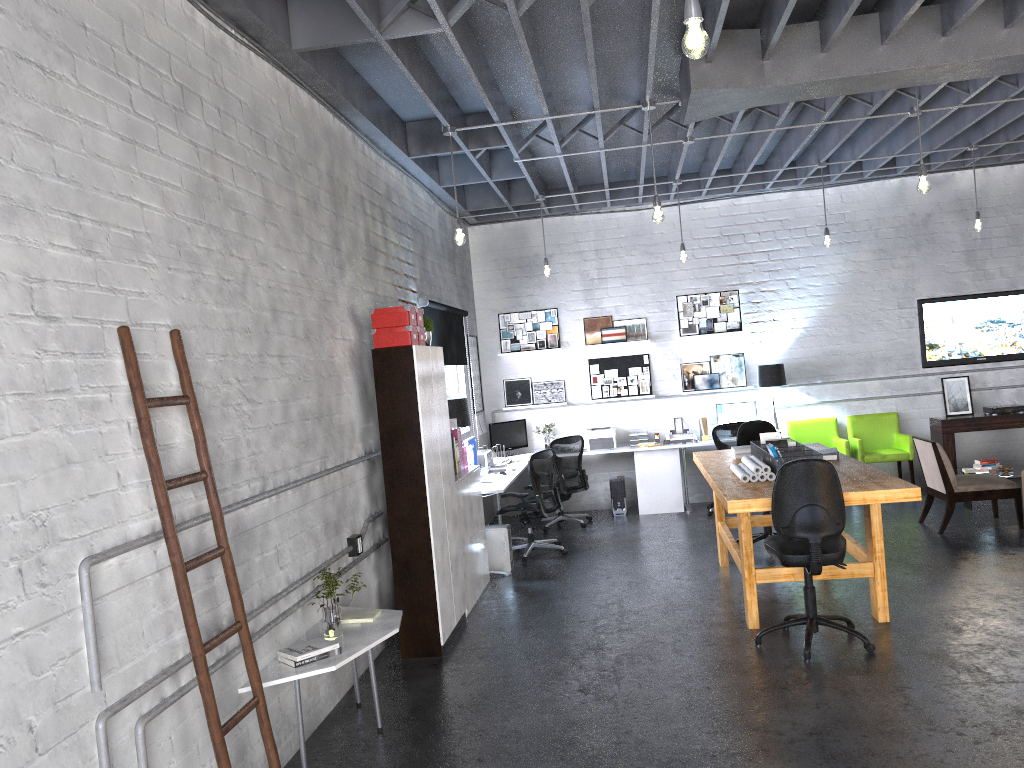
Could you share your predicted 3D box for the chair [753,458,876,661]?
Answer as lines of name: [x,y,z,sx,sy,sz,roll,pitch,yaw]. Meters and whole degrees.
chair: [1.765,1.005,5.409,0.659,1.165,0.686,-5,2,6]

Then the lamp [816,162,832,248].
lamp: [3.256,-1.861,9.237,0.104,0.878,0.104,-5,2,8]

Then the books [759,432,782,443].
books: [2.086,0.495,7.120,0.171,0.210,0.046,-5,2,8]

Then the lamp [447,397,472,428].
lamp: [-0.518,0.550,8.050,0.333,0.832,0.333,-6,2,-31]

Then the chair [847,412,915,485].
chair: [4.289,0.819,10.319,0.611,0.921,0.515,-5,2,8]

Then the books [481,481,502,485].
books: [-0.224,0.920,8.276,0.209,0.012,0.158,-5,1,31]

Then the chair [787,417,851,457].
chair: [3.602,0.880,10.411,0.611,0.921,0.515,-5,2,8]

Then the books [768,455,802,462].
books: [1.977,0.534,6.381,0.232,0.027,0.185,-6,1,-20]

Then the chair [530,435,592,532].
chair: [0.508,1.112,10.135,0.753,1.032,0.731,-4,2,31]

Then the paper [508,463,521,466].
paper: [0.026,0.890,9.797,0.159,0.001,0.115,-5,1,-9]

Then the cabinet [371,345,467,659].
cabinet: [-0.624,0.768,6.227,0.291,2.048,0.872,-5,2,8]

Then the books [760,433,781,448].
books: [2.080,0.503,7.090,0.158,0.200,0.082,-5,2,7]

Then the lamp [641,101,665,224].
lamp: [1.034,-1.613,6.483,0.104,0.878,0.104,-5,2,8]

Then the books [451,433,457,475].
books: [-0.563,0.576,7.239,0.197,0.339,0.065,-5,2,8]

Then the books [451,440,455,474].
books: [-0.567,0.574,7.178,0.176,0.346,0.052,-5,2,8]

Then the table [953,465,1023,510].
table: [5.112,1.072,9.278,0.873,0.300,0.872,-5,1,11]

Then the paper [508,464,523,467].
paper: [0.037,0.891,9.670,0.159,0.001,0.115,-5,1,-4]

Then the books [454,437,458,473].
books: [-0.537,0.593,7.311,0.159,0.299,0.026,-5,2,8]

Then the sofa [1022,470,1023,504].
sofa: [5.309,0.930,6.702,2.330,0.629,1.103,-5,1,8]

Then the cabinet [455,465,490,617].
cabinet: [-0.541,1.259,7.284,0.465,1.022,1.151,-5,1,8]

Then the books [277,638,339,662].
books: [-0.986,1.283,4.289,0.234,0.022,0.185,-6,1,-44]

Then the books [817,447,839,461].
books: [2.401,0.545,6.879,0.244,0.067,0.298,-5,1,17]

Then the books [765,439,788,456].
books: [1.962,0.515,6.562,0.158,0.214,0.063,-5,2,8]

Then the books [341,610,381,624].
books: [-0.868,1.294,4.928,0.248,0.021,0.176,-5,1,7]

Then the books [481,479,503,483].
books: [-0.220,0.909,8.280,0.212,0.010,0.170,-5,1,34]

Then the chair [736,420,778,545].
chair: [2.283,0.918,7.925,0.659,1.165,0.686,-5,2,6]

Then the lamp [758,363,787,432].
lamp: [3.089,0.181,10.476,0.333,0.832,0.333,-6,2,-31]

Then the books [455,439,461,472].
books: [-0.554,0.608,7.427,0.220,0.271,0.082,-5,2,8]

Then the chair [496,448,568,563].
chair: [0.148,1.168,8.714,0.753,1.032,0.731,-5,2,11]

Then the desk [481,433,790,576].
desk: [1.297,1.176,9.323,3.575,0.786,3.296,-5,1,8]

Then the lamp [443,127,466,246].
lamp: [-0.429,-1.482,6.679,0.104,0.878,0.104,-5,2,8]

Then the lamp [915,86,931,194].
lamp: [2.866,-1.777,6.237,0.104,0.878,0.104,-5,2,8]

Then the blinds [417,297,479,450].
blinds: [-0.598,-0.005,9.077,0.100,1.633,2.118,-5,1,8]

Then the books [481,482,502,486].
books: [-0.220,0.931,8.274,0.213,0.012,0.158,-5,1,33]

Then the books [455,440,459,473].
books: [-0.561,0.612,7.367,0.219,0.267,0.060,-5,2,13]

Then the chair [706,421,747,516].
chair: [2.470,0.934,10.026,0.731,1.032,0.753,-6,2,-24]

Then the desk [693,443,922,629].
desk: [2.071,1.077,6.688,1.115,0.926,2.830,-5,1,8]

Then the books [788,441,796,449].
books: [2.035,0.521,6.584,0.143,0.188,0.061,-5,2,8]

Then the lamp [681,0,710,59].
lamp: [0.571,-1.514,2.919,0.104,0.878,0.104,-4,2,26]

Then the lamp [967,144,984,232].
lamp: [4.726,-1.992,9.040,0.104,0.878,0.104,-7,2,-39]

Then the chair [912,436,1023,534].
chair: [4.214,0.898,8.237,0.725,0.842,0.574,-5,2,8]

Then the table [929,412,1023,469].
table: [5.637,0.748,10.199,1.410,0.820,0.403,-5,2,8]

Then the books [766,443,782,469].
books: [1.816,0.525,6.081,0.108,0.234,0.166,-5,2,8]

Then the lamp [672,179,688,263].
lamp: [1.792,-1.730,9.433,0.104,0.878,0.104,-5,2,8]

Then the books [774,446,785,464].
books: [1.848,0.535,6.062,0.097,0.209,0.157,-5,2,7]

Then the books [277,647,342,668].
books: [-0.982,1.309,4.300,0.250,0.031,0.185,-6,1,-40]

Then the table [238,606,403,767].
table: [-0.848,1.576,4.564,0.517,0.532,1.335,-5,1,8]

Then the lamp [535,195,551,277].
lamp: [0.346,-1.600,9.627,0.104,0.878,0.104,-5,2,8]
